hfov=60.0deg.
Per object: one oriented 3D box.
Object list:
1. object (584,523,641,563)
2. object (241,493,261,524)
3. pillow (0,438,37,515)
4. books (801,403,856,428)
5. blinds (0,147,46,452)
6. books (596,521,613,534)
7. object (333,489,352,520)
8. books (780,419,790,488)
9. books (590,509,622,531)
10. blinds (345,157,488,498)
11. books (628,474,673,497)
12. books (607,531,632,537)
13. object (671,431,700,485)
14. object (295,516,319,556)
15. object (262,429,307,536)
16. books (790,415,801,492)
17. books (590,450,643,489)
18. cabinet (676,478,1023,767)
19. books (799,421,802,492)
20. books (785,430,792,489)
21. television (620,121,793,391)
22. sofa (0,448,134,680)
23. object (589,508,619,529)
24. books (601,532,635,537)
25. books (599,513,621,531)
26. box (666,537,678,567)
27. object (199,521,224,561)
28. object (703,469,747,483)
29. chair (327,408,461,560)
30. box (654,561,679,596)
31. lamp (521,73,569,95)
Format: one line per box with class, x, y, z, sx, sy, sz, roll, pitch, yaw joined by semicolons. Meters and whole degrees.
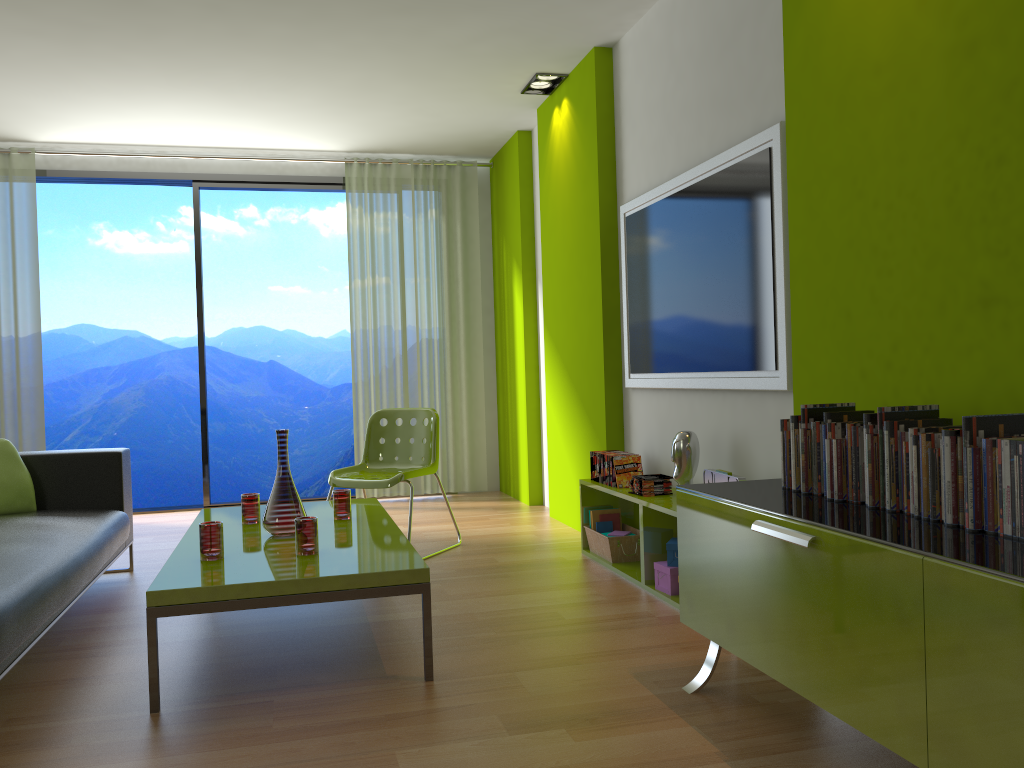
object;0.512;0.781;4.359;0.213;0.129;0.367;-2;1;-14
object;-1.082;0.518;3.674;0.076;0.122;0.075;-2;1;20
pillow;-2.378;0.434;3.945;0.269;0.362;0.399;-1;1;34
books;0.869;0.177;2.432;0.163;0.246;0.017;-2;1;-14
blinds;-3.752;-0.333;6.042;1.012;2.568;0.067;-2;1;-14
books;0.466;0.765;4.448;0.086;0.148;0.025;-2;1;-14
object;-0.711;0.506;3.711;0.076;0.122;0.075;-2;1;20
books;0.844;0.199;2.535;0.163;0.201;0.025;-2;1;-14
books;0.481;0.737;4.488;0.158;0.202;0.051;-2;1;-14
blinds;-0.729;-0.435;6.807;1.012;2.568;0.067;-2;1;-14
books;0.616;0.449;3.941;0.164;0.078;0.172;-2;1;-16
books;0.523;0.729;4.313;0.087;0.008;0.110;-2;1;26
object;0.717;0.344;3.637;0.107;0.305;0.107;-1;1;42
object;-0.690;0.512;2.984;0.075;0.122;0.076;-1;1;41
object;-0.866;0.373;3.367;0.168;0.400;0.168;-2;1;-28
books;0.856;0.192;2.467;0.172;0.215;0.030;-2;1;-14
books;0.514;0.415;4.337;0.147;0.150;0.370;-2;1;-14
cabinet;1.135;0.596;1.070;0.547;0.593;3.384;-2;1;-14
books;0.867;0.199;2.448;0.161;0.201;0.013;-2;1;-14
books;0.849;0.214;2.515;0.163;0.171;0.017;-2;1;-14
television;0.771;-0.447;3.834;0.028;0.941;1.537;-2;1;-14
sofa;-2.067;0.643;3.126;1.061;0.639;2.583;-2;1;-14
object;0.475;0.738;4.512;0.158;0.200;0.040;-2;1;-14
books;0.530;0.745;4.296;0.143;0.025;0.182;-2;1;-14
books;0.498;0.746;4.469;0.105;0.182;0.031;-2;1;-14
box;0.697;0.689;3.633;0.102;0.093;0.138;-2;1;21
object;-0.997;0.522;2.945;0.076;0.122;0.075;-2;1;20
object;0.783;0.408;3.268;0.047;0.176;0.340;-2;1;-9
chair;-0.676;0.520;4.784;0.640;0.759;0.546;-2;1;24
box;0.692;0.794;3.640;0.202;0.116;0.135;-2;1;-19
lamp;0.186;-1.826;5.227;0.192;0.131;0.352;-2;1;-14
